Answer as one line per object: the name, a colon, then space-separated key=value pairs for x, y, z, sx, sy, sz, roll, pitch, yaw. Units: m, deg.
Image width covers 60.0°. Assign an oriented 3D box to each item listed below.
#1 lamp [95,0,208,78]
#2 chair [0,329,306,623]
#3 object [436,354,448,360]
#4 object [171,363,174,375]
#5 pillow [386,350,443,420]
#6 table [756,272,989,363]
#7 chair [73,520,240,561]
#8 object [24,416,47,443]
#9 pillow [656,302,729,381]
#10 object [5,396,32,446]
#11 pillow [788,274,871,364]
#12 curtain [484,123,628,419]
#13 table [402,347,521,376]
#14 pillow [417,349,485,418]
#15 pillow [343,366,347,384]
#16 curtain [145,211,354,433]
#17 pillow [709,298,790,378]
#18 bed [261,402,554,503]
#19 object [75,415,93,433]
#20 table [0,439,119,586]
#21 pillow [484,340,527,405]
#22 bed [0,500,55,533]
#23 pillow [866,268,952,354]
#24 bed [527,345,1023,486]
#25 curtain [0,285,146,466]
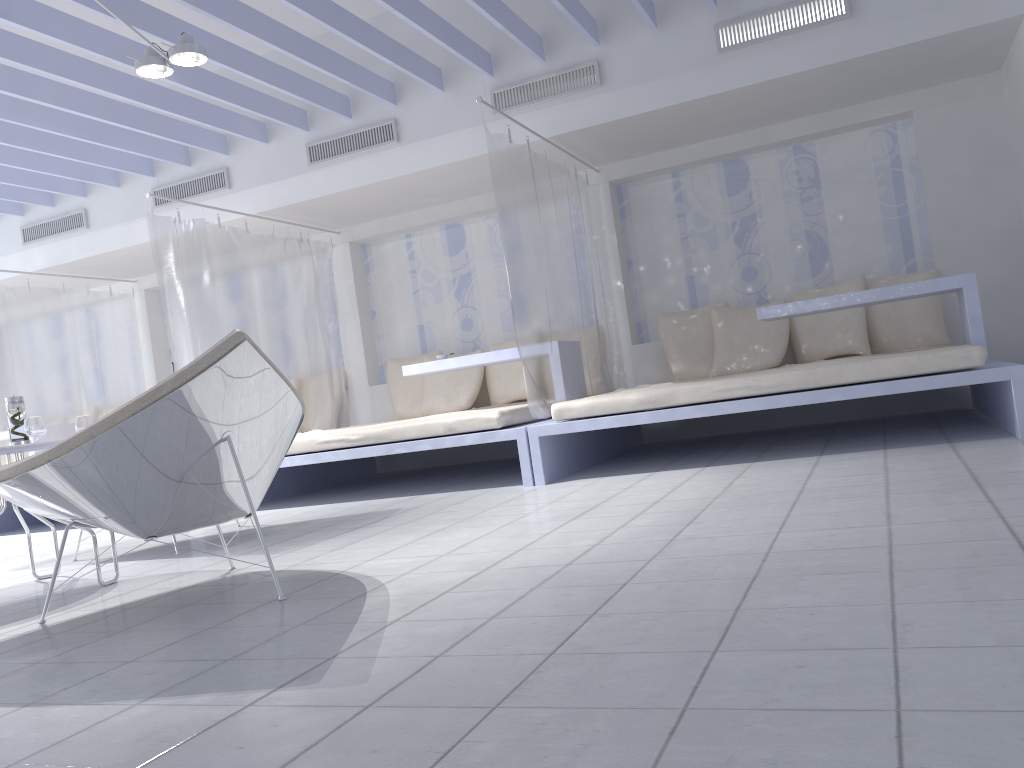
lamp: x=-1.705 y=-1.605 z=4.002 sx=0.380 sy=0.218 sz=0.587 roll=-8 pitch=-1 yaw=23
chair: x=-0.973 y=0.261 z=2.669 sx=0.753 sy=0.759 sz=0.906 roll=-9 pitch=-1 yaw=37
object: x=-0.457 y=-0.168 z=5.811 sx=0.082 sy=0.043 sz=0.082 roll=-8 pitch=-1 yaw=-16
object: x=-2.518 y=-0.011 z=6.644 sx=0.092 sy=0.302 sz=0.092 roll=-8 pitch=-1 yaw=-10
pillow: x=-0.736 y=0.016 z=6.920 sx=0.572 sy=0.510 sz=0.231 roll=-8 pitch=-1 yaw=22
table: x=1.913 y=-0.267 z=4.768 sx=1.065 sy=0.450 sz=0.416 roll=-8 pitch=-1 yaw=23
chair: x=-1.606 y=0.370 z=4.195 sx=0.906 sy=0.759 sz=0.753 roll=-8 pitch=-1 yaw=27
object: x=-1.634 y=0.157 z=3.043 sx=0.068 sy=0.091 sz=0.068 roll=-8 pitch=-1 yaw=12
pillow: x=1.283 y=-0.281 z=6.067 sx=0.572 sy=0.510 sz=0.231 roll=-8 pitch=-1 yaw=22
object: x=-1.827 y=0.141 z=3.276 sx=0.075 sy=0.185 sz=0.075 roll=-8 pitch=-1 yaw=-14
pillow: x=2.041 y=-0.403 z=5.707 sx=0.537 sy=0.527 sz=0.233 roll=-9 pitch=-1 yaw=43
curtain: x=0.347 y=-0.604 z=5.383 sx=0.125 sy=1.559 sz=1.998 roll=-8 pitch=-1 yaw=21
table: x=-0.105 y=0.029 z=5.622 sx=1.065 sy=0.450 sz=0.416 roll=-8 pitch=-1 yaw=23
pillow: x=-0.457 y=-0.013 z=6.705 sx=0.528 sy=0.482 sz=0.307 roll=-8 pitch=-1 yaw=27
pillow: x=-1.606 y=0.144 z=7.289 sx=0.572 sy=0.510 sz=0.231 roll=-8 pitch=-1 yaw=23
curtain: x=-1.697 y=-0.325 z=6.203 sx=0.151 sy=1.552 sz=2.050 roll=-8 pitch=-1 yaw=23
pillow: x=1.561 y=-0.310 z=5.852 sx=0.528 sy=0.482 sz=0.307 roll=-8 pitch=-1 yaw=27
bed: x=-0.542 y=0.408 z=5.810 sx=2.200 sy=0.427 sz=2.016 roll=-8 pitch=-1 yaw=23
object: x=-1.691 y=0.171 z=3.507 sx=0.068 sy=0.091 sz=0.068 roll=-8 pitch=-1 yaw=12
table: x=-1.812 y=0.501 z=3.244 sx=0.823 sy=0.534 sz=0.825 roll=-8 pitch=-1 yaw=0
pillow: x=0.022 y=-0.107 z=6.561 sx=0.537 sy=0.527 sz=0.233 roll=-9 pitch=-1 yaw=43
bed: x=-2.553 y=0.706 z=6.678 sx=2.200 sy=0.422 sz=2.022 roll=-8 pitch=-1 yaw=23
pillow: x=2.447 y=-0.439 z=5.564 sx=0.524 sy=0.521 sz=0.230 roll=-8 pitch=-1 yaw=21
bed: x=1.476 y=0.112 z=4.957 sx=2.200 sy=0.427 sz=2.016 roll=-8 pitch=-1 yaw=23
curtain: x=-3.686 y=-0.011 z=7.089 sx=0.125 sy=1.559 sz=1.998 roll=-8 pitch=-1 yaw=21
